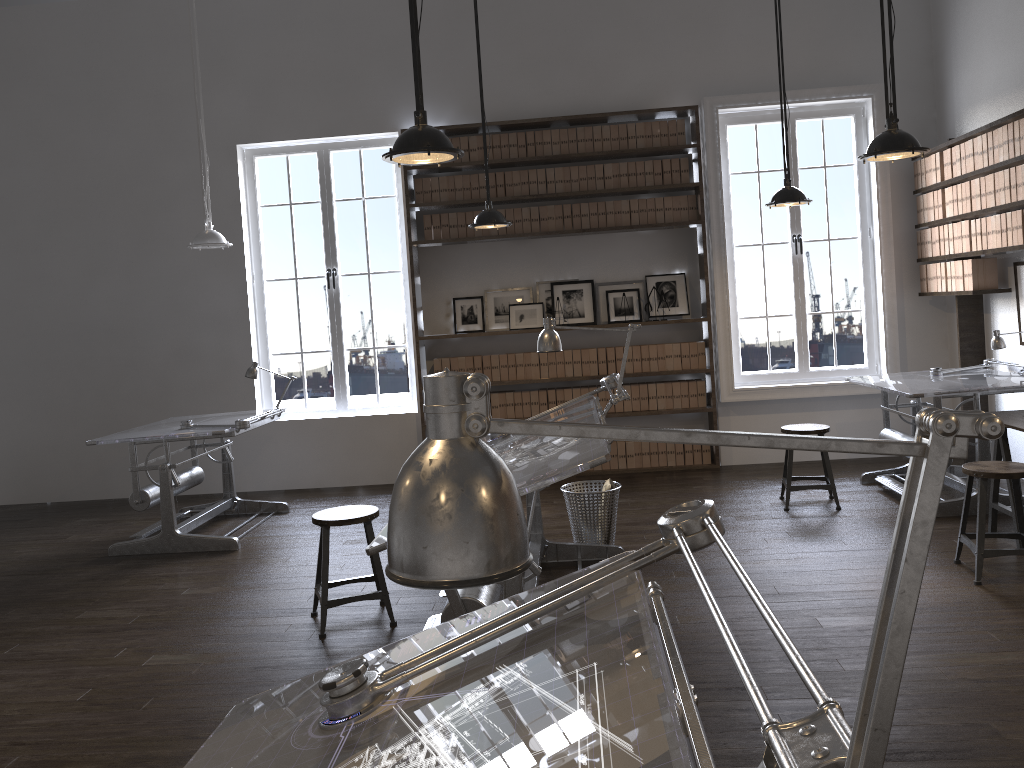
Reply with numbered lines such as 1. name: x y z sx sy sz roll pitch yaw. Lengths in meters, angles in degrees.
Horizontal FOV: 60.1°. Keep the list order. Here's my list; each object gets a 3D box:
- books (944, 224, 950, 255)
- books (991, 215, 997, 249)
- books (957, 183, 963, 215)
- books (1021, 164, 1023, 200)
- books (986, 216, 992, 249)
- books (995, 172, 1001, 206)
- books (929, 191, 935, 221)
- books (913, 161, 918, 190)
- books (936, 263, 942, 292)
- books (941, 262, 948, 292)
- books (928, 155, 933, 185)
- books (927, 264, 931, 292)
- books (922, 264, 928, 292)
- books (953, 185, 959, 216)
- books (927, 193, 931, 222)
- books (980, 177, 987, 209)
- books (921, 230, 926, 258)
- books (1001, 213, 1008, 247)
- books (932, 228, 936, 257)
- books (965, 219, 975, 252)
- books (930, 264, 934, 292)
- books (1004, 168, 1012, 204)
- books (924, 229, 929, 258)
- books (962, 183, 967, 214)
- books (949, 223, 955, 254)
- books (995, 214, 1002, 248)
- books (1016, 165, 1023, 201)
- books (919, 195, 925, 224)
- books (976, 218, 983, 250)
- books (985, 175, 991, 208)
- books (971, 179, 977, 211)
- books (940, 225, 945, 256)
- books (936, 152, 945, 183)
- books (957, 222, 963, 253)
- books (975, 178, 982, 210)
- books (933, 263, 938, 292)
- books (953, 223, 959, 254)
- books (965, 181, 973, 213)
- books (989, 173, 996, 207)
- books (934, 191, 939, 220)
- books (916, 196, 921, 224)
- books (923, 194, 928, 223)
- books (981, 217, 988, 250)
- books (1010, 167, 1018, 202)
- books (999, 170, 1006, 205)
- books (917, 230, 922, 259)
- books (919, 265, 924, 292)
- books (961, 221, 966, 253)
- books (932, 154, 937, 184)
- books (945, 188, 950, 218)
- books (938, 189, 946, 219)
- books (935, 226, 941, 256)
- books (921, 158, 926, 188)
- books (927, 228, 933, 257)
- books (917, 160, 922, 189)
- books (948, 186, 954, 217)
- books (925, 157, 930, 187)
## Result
1. books: 3.328 -1.081 6.604 0.174 0.225 0.067 -4 2 4
2. books: 3.285 -1.011 5.875 0.174 0.225 0.067 -4 2 4
3. books: 3.299 -1.327 6.348 0.174 0.225 0.067 -4 2 4
4. books: 3.240 -1.247 5.444 0.174 0.225 0.067 -4 2 4
5. books: 3.294 -1.017 5.944 0.174 0.225 0.067 -4 2 4
6. books: 3.263 -1.278 5.788 0.174 0.225 0.067 -4 2 4
7. books: 3.325 -1.374 6.828 0.174 0.225 0.067 -4 2 4
8. books: 3.324 -1.675 7.101 0.174 0.225 0.067 -4 2 4
9. books: 3.358 -0.820 6.781 0.174 0.225 0.067 -4 2 4
10. books: 3.356 -0.814 6.709 0.174 0.225 0.067 -4 2 4
11. books: 3.311 -1.650 6.817 0.174 0.225 0.067 -4 2 4
12. books: 3.377 -0.838 6.982 0.174 0.225 0.067 -4 2 4
13. books: 3.376 -0.845 7.056 0.174 0.225 0.067 -4 2 4
14. books: 3.298 -1.332 6.411 0.174 0.225 0.067 -4 2 4
15. books: 3.334 -1.381 6.894 0.174 0.225 0.067 -4 2 4
16. books: 3.278 -1.296 5.992 0.174 0.225 0.067 -4 2 4
17. books: 3.364 -1.122 7.060 0.174 0.225 0.067 -4 2 4
18. books: 3.272 -0.998 5.731 0.174 0.225 0.067 -4 2 4
19. books: 3.351 -1.103 6.847 0.174 0.225 0.067 -4 2 4
20. books: 3.306 -1.051 6.255 0.174 0.225 0.067 -4 2 4
21. books: 3.371 -0.832 6.916 0.174 0.225 0.067 -4 2 4
22. books: 3.251 -1.266 5.653 0.174 0.225 0.067 -4 2 4
23. books: 3.359 -1.116 6.989 0.174 0.225 0.067 -4 2 4
24. books: 3.297 -1.321 6.282 0.174 0.225 0.067 -4 2 4
25. books: 3.327 -1.075 6.531 0.174 0.225 0.067 -4 2 4
26. books: 3.277 -1.004 5.803 0.174 0.225 0.067 -4 2 4
27. books: 3.248 -1.254 5.513 0.174 0.225 0.067 -4 2 4
28. books: 3.339 -1.392 7.030 0.174 0.225 0.067 -4 2 4
29. books: 3.297 -1.029 6.084 0.174 0.225 0.067 -4 2 4
30. books: 3.273 -1.289 5.921 0.174 0.225 0.067 -4 2 4
31. books: 3.287 -1.308 6.134 0.174 0.225 0.067 -4 2 4
32. books: 3.341 -1.090 6.699 0.174 0.225 0.067 -4 2 4
33. books: 3.300 -1.638 6.674 0.174 0.225 0.067 -4 2 4
34. books: 3.320 -1.063 6.392 0.174 0.225 0.067 -4 2 4
35. books: 3.278 -1.302 6.063 0.174 0.225 0.067 -4 2 4
36. books: 3.362 -0.827 6.854 0.174 0.225 0.067 -4 2 4
37. books: 3.326 -1.069 6.462 0.174 0.225 0.067 -4 2 4
38. books: 3.287 -1.314 6.209 0.174 0.225 0.067 -4 2 4
39. books: 3.263 -1.283 5.855 0.174 0.225 0.067 -4 2 4
40. books: 3.327 -1.369 6.760 0.174 0.225 0.067 -4 2 4
41. books: 3.348 -1.399 7.099 0.174 0.225 0.067 -4 2 4
42. books: 3.336 -1.386 6.957 0.174 0.225 0.067 -4 2 4
43. books: 3.296 -1.023 6.014 0.174 0.225 0.067 -4 2 4
44. books: 3.251 -1.260 5.583 0.174 0.225 0.067 -4 2 4
45. books: 3.258 -1.272 5.725 0.174 0.225 0.067 -4 2 4
46. books: 3.362 -1.127 7.127 0.174 0.225 0.067 -4 2 4
47. books: 3.387 -0.851 7.130 0.174 0.225 0.067 -4 2 4
48. books: 3.314 -1.057 6.318 0.174 0.225 0.067 -4 2 4
49. books: 3.303 -1.644 6.747 0.174 0.225 0.067 -4 2 4
50. books: 3.311 -1.345 6.555 0.174 0.225 0.067 -4 2 4
51. books: 3.322 -1.363 6.690 0.174 0.225 0.067 -4 2 4
52. books: 3.340 -1.096 6.773 0.174 0.225 0.067 -4 2 4
53. books: 3.318 -1.663 6.956 0.174 0.225 0.067 -4 2 4
54. books: 3.350 -1.109 6.919 0.174 0.225 0.067 -4 2 4
55. books: 3.320 -1.669 7.028 0.174 0.225 0.067 -4 2 4
56. books: 3.303 -1.338 6.483 0.174 0.225 0.067 -4 2 4
57. books: 3.318 -1.657 6.886 0.174 0.225 0.067 -4 2 4
